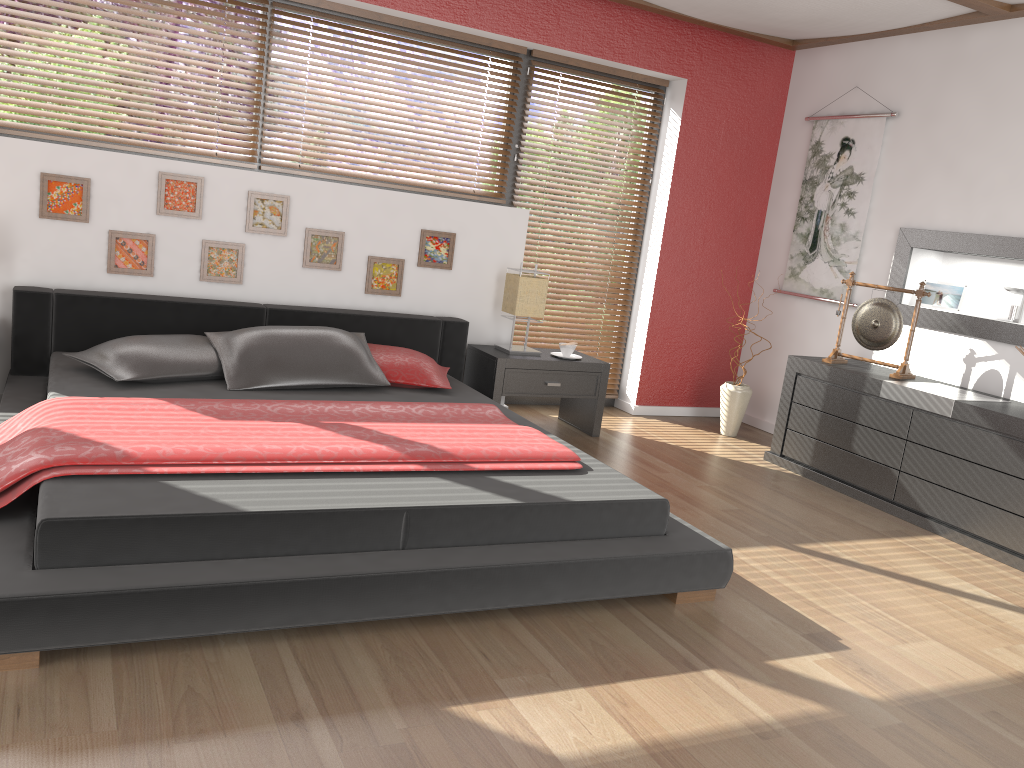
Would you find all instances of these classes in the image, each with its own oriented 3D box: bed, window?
[{"bbox_3d":[-0.878,0.133,3.355,2.469,0.577,2.413,2,12,-27],"label":"bed"},{"bbox_3d":[-1.281,-1.543,4.561,2.817,0.786,0.020,2,12,-27],"label":"window"},{"bbox_3d":[0.382,-0.949,5.547,0.889,1.893,0.020,2,12,-27],"label":"window"}]

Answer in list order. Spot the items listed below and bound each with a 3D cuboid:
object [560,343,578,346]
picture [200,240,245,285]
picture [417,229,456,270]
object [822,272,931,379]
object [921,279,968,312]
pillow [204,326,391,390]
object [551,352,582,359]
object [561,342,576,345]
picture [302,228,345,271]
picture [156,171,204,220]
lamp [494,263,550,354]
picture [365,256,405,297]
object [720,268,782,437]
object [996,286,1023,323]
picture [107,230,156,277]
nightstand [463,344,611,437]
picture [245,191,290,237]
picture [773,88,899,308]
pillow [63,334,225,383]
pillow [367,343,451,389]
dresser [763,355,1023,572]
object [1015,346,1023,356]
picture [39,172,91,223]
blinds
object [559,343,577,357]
[{"bbox_3d":[0.316,-0.221,4.930,0.007,0.007,0.192,14,12,31],"label":"object"},{"bbox_3d":[-1.413,-0.594,4.331,0.200,0.200,0.010,2,12,-27],"label":"picture"},{"bbox_3d":[-0.407,-0.726,4.801,0.200,0.200,0.010,2,12,-27],"label":"picture"},{"bbox_3d":[1.909,-0.316,4.635,0.173,0.498,0.490,-2,14,-42],"label":"object"},{"bbox_3d":[2.327,-0.480,4.801,0.226,0.146,0.041,17,14,41],"label":"object"},{"bbox_3d":[-0.939,-0.127,3.923,0.744,0.241,0.386,1,12,-32],"label":"pillow"},{"bbox_3d":[0.303,-0.156,4.959,0.179,0.012,0.179,7,11,-3],"label":"object"},{"bbox_3d":[0.313,-0.226,4.952,0.007,0.007,0.192,13,12,26],"label":"object"},{"bbox_3d":[-0.962,-0.687,4.533,0.200,0.200,0.010,2,12,-27],"label":"picture"},{"bbox_3d":[-1.563,-0.887,4.181,0.200,0.200,0.010,2,12,-27],"label":"picture"},{"bbox_3d":[0.063,-0.423,4.879,0.200,0.480,0.200,2,12,-27],"label":"lamp"},{"bbox_3d":[-0.675,-0.571,4.707,0.200,0.200,0.010,2,12,-27],"label":"picture"},{"bbox_3d":[1.363,-0.190,5.407,0.364,1.035,0.422,16,13,37],"label":"object"},{"bbox_3d":[2.534,-0.396,4.463,0.159,0.171,0.159,12,11,21],"label":"object"},{"bbox_3d":[-1.778,-0.609,4.143,0.200,0.200,0.010,2,12,-27],"label":"picture"},{"bbox_3d":[0.126,0.039,4.983,0.700,0.423,0.413,2,12,-27],"label":"nightstand"},{"bbox_3d":[-1.204,-0.839,4.373,0.200,0.200,0.010,2,12,-27],"label":"picture"},{"bbox_3d":[1.937,-1.134,5.334,0.028,1.270,0.701,2,12,-27],"label":"picture"},{"bbox_3d":[-1.440,-0.112,3.774,0.418,0.172,0.745,16,13,37],"label":"pillow"},{"bbox_3d":[-0.652,-0.094,4.236,0.745,0.172,0.418,6,11,-8],"label":"pillow"},{"bbox_3d":[2.076,0.331,4.311,0.540,0.608,1.740,2,12,-27],"label":"dresser"},{"bbox_3d":[2.364,0.021,3.746,0.481,0.282,0.481,13,12,28],"label":"object"},{"bbox_3d":[-2.003,-0.833,3.974,0.200,0.200,0.010,2,12,-27],"label":"picture"},{"bbox_3d":[-1.329,-0.964,4.606,4.840,1.952,0.032,2,12,-27],"label":"blinds"},{"bbox_3d":[0.307,-0.188,4.953,0.099,0.069,0.099,7,11,-3],"label":"object"}]
